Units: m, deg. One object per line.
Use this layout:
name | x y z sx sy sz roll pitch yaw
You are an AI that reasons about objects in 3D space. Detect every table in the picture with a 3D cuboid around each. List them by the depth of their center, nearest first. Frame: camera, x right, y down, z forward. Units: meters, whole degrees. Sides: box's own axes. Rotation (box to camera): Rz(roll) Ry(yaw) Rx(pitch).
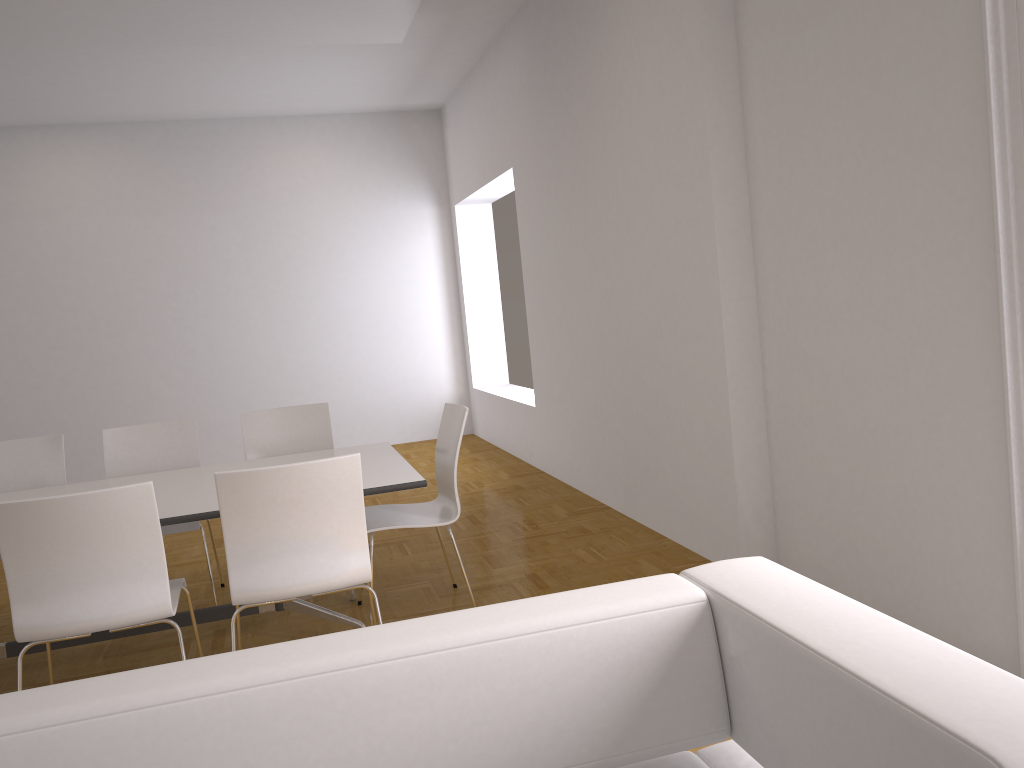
table | -1.614 0.837 3.786 2.412 0.721 1.212 -7 5 -15

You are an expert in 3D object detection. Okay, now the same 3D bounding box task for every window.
window | 1.994 -0.182 1.120 0.195 2.524 3.353 -7 5 -15

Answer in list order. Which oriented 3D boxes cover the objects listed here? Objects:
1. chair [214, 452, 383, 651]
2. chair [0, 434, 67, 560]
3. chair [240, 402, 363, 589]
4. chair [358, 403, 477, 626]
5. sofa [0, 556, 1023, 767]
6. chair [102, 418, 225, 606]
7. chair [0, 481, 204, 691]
chair | -0.758 0.706 3.203 0.561 0.930 0.576 -7 4 -15
chair | -2.459 0.766 4.362 0.561 0.930 0.576 -7 4 -15
chair | -1.151 0.607 4.708 0.561 0.930 0.576 -7 4 -15
chair | -0.446 0.596 4.073 0.576 0.930 0.561 -7 4 -15
sofa | -0.628 0.919 1.028 2.624 0.847 0.823 -7 5 -15
chair | -1.825 0.689 4.530 0.561 0.930 0.576 -7 4 -15
chair | -1.392 0.783 3.035 0.561 0.930 0.576 -7 4 -15
